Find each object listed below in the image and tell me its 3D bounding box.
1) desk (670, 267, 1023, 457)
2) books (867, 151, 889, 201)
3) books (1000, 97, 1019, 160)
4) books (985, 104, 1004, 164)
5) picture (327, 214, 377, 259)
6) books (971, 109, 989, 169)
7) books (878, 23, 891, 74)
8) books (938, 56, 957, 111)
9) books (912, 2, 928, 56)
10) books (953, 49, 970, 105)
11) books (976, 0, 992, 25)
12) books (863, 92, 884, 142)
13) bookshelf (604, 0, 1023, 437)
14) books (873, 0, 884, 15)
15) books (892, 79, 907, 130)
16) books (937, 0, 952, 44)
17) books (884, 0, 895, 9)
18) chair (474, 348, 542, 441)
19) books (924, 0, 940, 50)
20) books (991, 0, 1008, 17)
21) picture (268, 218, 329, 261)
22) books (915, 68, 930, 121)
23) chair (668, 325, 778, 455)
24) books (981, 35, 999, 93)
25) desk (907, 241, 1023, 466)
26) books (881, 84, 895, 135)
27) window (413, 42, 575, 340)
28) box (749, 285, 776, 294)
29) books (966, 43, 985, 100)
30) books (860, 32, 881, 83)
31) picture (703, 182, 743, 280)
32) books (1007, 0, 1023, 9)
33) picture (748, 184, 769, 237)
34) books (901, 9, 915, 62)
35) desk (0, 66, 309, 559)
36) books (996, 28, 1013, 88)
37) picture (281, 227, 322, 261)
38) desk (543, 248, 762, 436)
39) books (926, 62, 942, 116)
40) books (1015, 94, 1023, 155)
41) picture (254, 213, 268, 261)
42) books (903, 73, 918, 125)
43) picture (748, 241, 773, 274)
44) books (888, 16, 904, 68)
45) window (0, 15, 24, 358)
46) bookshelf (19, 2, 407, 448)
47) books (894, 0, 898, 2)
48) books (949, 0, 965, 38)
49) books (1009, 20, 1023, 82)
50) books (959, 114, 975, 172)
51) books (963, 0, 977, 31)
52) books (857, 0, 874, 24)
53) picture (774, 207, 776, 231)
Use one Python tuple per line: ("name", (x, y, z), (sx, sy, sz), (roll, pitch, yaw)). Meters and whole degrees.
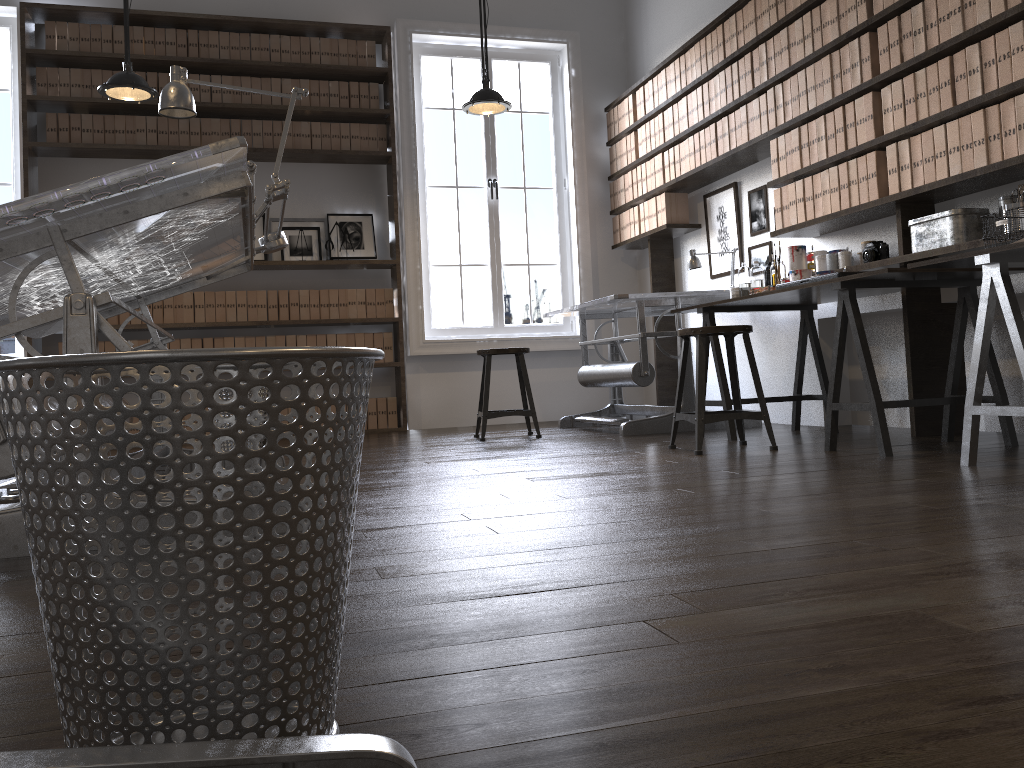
("desk", (1.395, -0.075, 3.936), (0.656, 0.671, 1.665), (-2, 0, -16))
("books", (1.725, -0.948, 4.055), (0.174, 0.226, 0.067), (-2, -2, -16))
("books", (1.940, -0.954, 3.332), (0.174, 0.226, 0.066), (-2, -2, -16))
("books", (1.920, -0.954, 3.400), (0.174, 0.226, 0.066), (-2, -2, -16))
("picture", (-1.197, -1.104, 6.616), (0.343, 0.365, 0.160), (-2, -2, -16))
("books", (1.896, -0.953, 3.463), (0.174, 0.226, 0.067), (-2, -2, -16))
("books", (1.738, -1.490, 3.967), (0.174, 0.226, 0.066), (-2, -2, -16))
("books", (1.843, -1.216, 3.618), (0.174, 0.226, 0.067), (-2, -2, -16))
("books", (1.795, -1.492, 3.754), (0.174, 0.226, 0.066), (-2, -2, -16))
("books", (1.869, -1.216, 3.547), (0.174, 0.226, 0.066), (-2, -2, -16))
("books", (1.891, -1.494, 3.430), (0.174, 0.226, 0.066), (-2, -2, -16))
("books", (1.712, -1.219, 4.064), (0.174, 0.226, 0.067), (-2, -2, -16))
("bookshelf", (2.256, -0.662, 2.575), (0.374, 3.212, 9.160), (-2, 0, -16))
("books", (1.721, -1.765, 3.996), (0.174, 0.226, 0.066), (-2, -2, -16))
("books", (1.766, -1.213, 3.881), (0.174, 0.226, 0.066), (-2, -2, -16))
("books", (1.838, -1.493, 3.620), (0.174, 0.226, 0.066), (-2, -2, -16))
("books", (1.739, -1.766, 3.929), (0.174, 0.226, 0.066), (-2, -2, -16))
("chair", (-0.039, 0.059, 5.181), (0.358, 0.529, 0.371), (-2, -2, -8))
("books", (1.819, -1.492, 3.688), (0.174, 0.226, 0.066), (-2, -2, -16))
("books", (1.909, -1.495, 3.360), (0.174, 0.226, 0.067), (-2, -2, -16))
("picture", (-1.573, -1.050, 6.534), (0.434, 0.362, 0.095), (-2, -2, -16))
("books", (1.807, -1.215, 3.752), (0.174, 0.226, 0.066), (-2, -2, -16))
("chair", (0.879, 0.024, 3.775), (0.358, 0.529, 0.371), (-2, -2, -8))
("books", (1.908, -1.217, 3.411), (0.174, 0.226, 0.066), (-2, -2, -16))
("desk", (1.886, -0.089, 2.244), (0.656, 0.671, 1.665), (-2, 0, -16))
("books", (1.749, -1.213, 3.952), (0.174, 0.226, 0.066), (-2, -2, -16))
("window", (-0.153, -1.479, 6.864), (1.245, 2.315, 0.153), (-2, -3, -16))
("box", (1.328, -0.456, 4.516), (0.137, 0.083, 0.211), (-3, 0, -16))
("books", (1.885, -1.217, 3.478), (0.174, 0.226, 0.066), (-2, -2, -16))
("books", (1.705, -1.496, 4.082), (0.174, 0.226, 0.066), (-2, -2, -16))
("picture", (1.384, -0.994, 5.797), (0.040, 0.576, 0.414), (-2, -2, -16))
("books", (1.932, -1.496, 3.294), (0.174, 0.226, 0.066), (-2, -2, -16))
("picture", (1.508, -1.055, 5.402), (0.022, 0.285, 0.201), (-2, -2, -17))
("books", (1.780, -1.491, 3.824), (0.174, 0.226, 0.066), (-2, -2, -16))
("desk", (-1.222, -0.309, 2.964), (1.077, 1.389, 2.275), (-2, -1, -16))
("books", (1.928, -1.218, 3.343), (0.174, 0.226, 0.066), (-2, -2, -16))
("picture", (-1.548, -1.017, 6.497), (0.290, 0.291, 0.126), (-2, -2, -16))
("desk", (0.901, -0.279, 5.504), (1.071, 1.100, 1.266), (-2, -1, -16))
("books", (1.828, -1.215, 3.690), (0.174, 0.226, 0.066), (-2, -2, -16))
("books", (1.956, -0.955, 3.263), (0.174, 0.226, 0.066), (-2, -2, -16))
("picture", (-1.958, -1.048, 6.371), (0.373, 0.392, 0.148), (-2, -2, -16))
("books", (1.786, -1.214, 3.812), (0.174, 0.226, 0.067), (-2, -2, -16))
("picture", (1.518, -0.761, 5.398), (0.023, 0.184, 0.250), (-2, -1, -16))
("books", (1.754, -1.491, 3.894), (0.174, 0.226, 0.067), (-2, -2, -16))
("window", (-3.989, -1.284, 5.868), (1.483, 2.503, 0.153), (-2, -3, -16))
("bookshelf", (-2.058, -0.736, 6.344), (2.474, 3.732, 0.411), (-2, -3, -16))
("books", (1.754, -1.766, 3.860), (0.174, 0.226, 0.067), (-2, -2, -16))
("books", (1.852, -1.493, 3.553), (0.174, 0.226, 0.067), (-2, -2, -16))
("books", (1.941, -1.218, 3.277), (0.174, 0.226, 0.067), (-2, -2, -16))
("books", (1.882, -0.953, 3.529), (0.174, 0.226, 0.066), (-2, -2, -16))
("books", (1.875, -1.494, 3.491), (0.174, 0.226, 0.066), (-2, -2, -16))
("books", (1.688, -1.764, 4.089), (0.174, 0.226, 0.067), (-2, -2, -16))
("picture", (1.594, -0.955, 5.111), (0.023, 0.184, 0.250), (-2, -1, -16))
